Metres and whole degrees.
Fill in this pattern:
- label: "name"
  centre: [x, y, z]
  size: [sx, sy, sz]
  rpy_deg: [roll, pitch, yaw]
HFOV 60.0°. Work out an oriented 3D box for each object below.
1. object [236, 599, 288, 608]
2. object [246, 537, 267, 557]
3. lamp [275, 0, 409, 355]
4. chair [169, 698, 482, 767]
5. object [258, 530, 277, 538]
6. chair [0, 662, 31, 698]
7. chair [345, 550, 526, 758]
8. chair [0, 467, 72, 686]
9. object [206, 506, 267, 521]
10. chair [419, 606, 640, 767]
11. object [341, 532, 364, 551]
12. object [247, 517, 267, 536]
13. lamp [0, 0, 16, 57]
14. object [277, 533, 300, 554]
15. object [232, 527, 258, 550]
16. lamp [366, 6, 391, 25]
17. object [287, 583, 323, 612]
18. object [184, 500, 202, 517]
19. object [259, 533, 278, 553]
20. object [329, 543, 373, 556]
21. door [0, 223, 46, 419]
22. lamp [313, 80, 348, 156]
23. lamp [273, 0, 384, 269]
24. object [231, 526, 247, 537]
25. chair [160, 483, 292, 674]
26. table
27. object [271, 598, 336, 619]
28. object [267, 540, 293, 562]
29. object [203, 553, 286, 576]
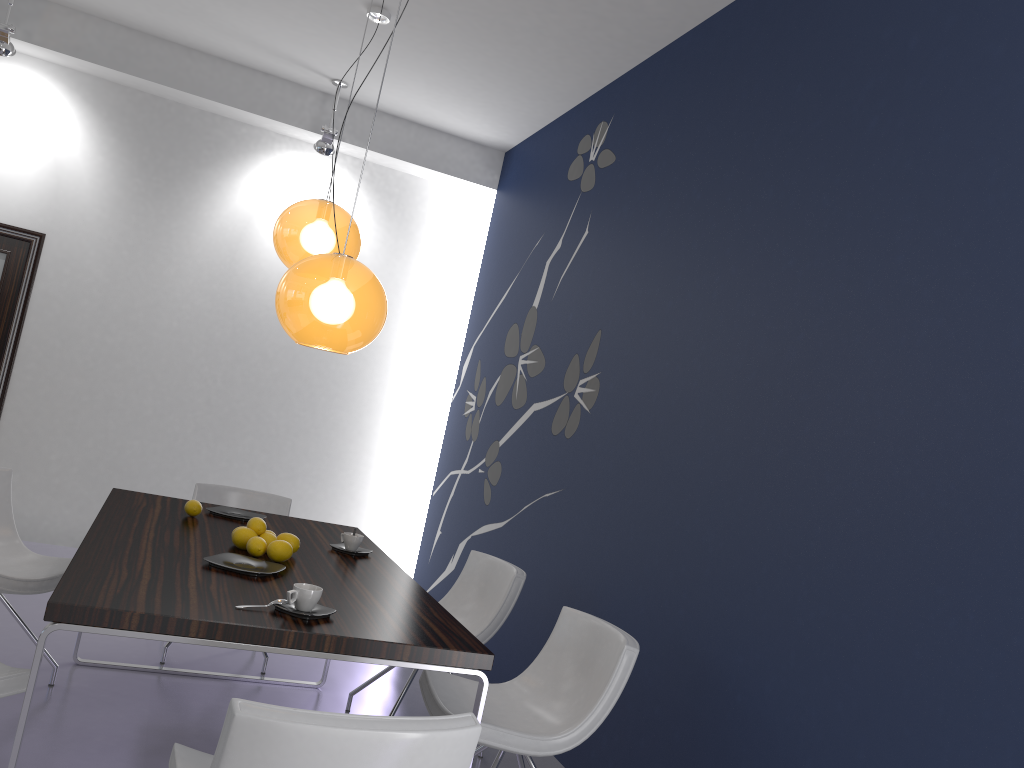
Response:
- label: "object"
  centre: [-0.671, 0.593, 2.396]
  size: [0.155, 0.028, 0.032]
  rpy_deg: [15, -4, -39]
- label: "object"
  centre: [-0.891, 0.568, 3.096]
  size: [0.070, 0.068, 0.083]
  rpy_deg: [13, -3, -16]
- label: "lamp"
  centre: [-0.408, -1.077, 2.918]
  size: [0.358, 1.974, 0.359]
  rpy_deg: [13, -3, -15]
- label: "chair"
  centre: [-0.462, 1.013, 1.892]
  size: [0.508, 0.805, 0.620]
  rpy_deg: [14, -4, -25]
- label: "object"
  centre: [-0.911, 0.575, 3.281]
  size: [0.070, 0.068, 0.083]
  rpy_deg: [9, -4, 39]
- label: "chair"
  centre: [-1.649, 0.782, 2.249]
  size: [0.508, 0.805, 0.620]
  rpy_deg: [9, -4, 40]
- label: "chair"
  centre: [-0.338, 1.160, 3.964]
  size: [0.620, 0.805, 0.508]
  rpy_deg: [14, -4, -25]
- label: "chair"
  centre: [-2.092, 0.759, 3.471]
  size: [0.620, 0.805, 0.508]
  rpy_deg: [11, -3, 15]
- label: "object"
  centre: [-1.215, 0.574, 3.905]
  size: [0.232, 0.020, 0.232]
  rpy_deg: [12, -3, 8]
- label: "chair"
  centre: [0.023, 1.180, 2.989]
  size: [0.620, 0.805, 0.508]
  rpy_deg: [13, -3, -20]
- label: "object"
  centre: [-0.659, 0.642, 3.608]
  size: [0.101, 0.064, 0.081]
  rpy_deg: [12, -3, 5]
- label: "object"
  centre: [-0.931, 0.521, 3.232]
  size: [0.070, 0.068, 0.083]
  rpy_deg: [13, -3, -16]
- label: "lamp"
  centre: [-3.070, -2.246, 5.412]
  size: [0.150, 0.511, 0.185]
  rpy_deg: [13, -3, -20]
- label: "object"
  centre: [-0.825, 0.587, 3.262]
  size: [0.094, 0.077, 0.079]
  rpy_deg: [11, -4, 24]
- label: "object"
  centre: [-0.953, 0.553, 3.167]
  size: [0.094, 0.080, 0.076]
  rpy_deg: [13, -3, -19]
- label: "lamp"
  centre: [-0.732, -2.025, 4.873]
  size: [0.132, 0.035, 0.132]
  rpy_deg: [13, -3, -20]
- label: "object"
  centre: [-0.571, 0.593, 2.444]
  size: [0.081, 0.064, 0.101]
  rpy_deg: [12, -3, 6]
- label: "object"
  centre: [-1.311, 0.511, 3.649]
  size: [0.070, 0.068, 0.083]
  rpy_deg: [13, -3, -16]
- label: "object"
  centre: [-0.881, 0.575, 3.204]
  size: [0.069, 0.071, 0.081]
  rpy_deg: [15, -4, -43]
- label: "object"
  centre: [-0.656, 0.675, 3.606]
  size: [0.154, 0.020, 0.154]
  rpy_deg: [10, -4, 25]
- label: "door"
  centre: [-4.218, -0.203, 5.750]
  size: [1.764, 2.061, 0.220]
  rpy_deg: [13, -3, -20]
- label: "lamp"
  centre: [-1.242, -1.817, 6.099]
  size: [0.150, 0.511, 0.185]
  rpy_deg: [13, -3, -20]
- label: "lamp"
  centre: [-0.661, -1.253, 3.694]
  size: [0.359, 1.645, 0.358]
  rpy_deg: [13, -3, -9]
- label: "object"
  centre: [-0.988, 0.556, 3.251]
  size: [0.070, 0.068, 0.083]
  rpy_deg: [9, -4, 39]
- label: "chair"
  centre: [-1.431, 0.960, 4.500]
  size: [0.508, 0.805, 0.620]
  rpy_deg: [13, -3, -20]
- label: "table"
  centre: [-0.997, 0.986, 3.183]
  size: [1.127, 0.783, 2.046]
  rpy_deg: [13, -3, -20]
- label: "object"
  centre: [-0.577, 0.624, 2.453]
  size: [0.154, 0.020, 0.154]
  rpy_deg: [10, -4, 26]
- label: "object"
  centre: [-0.807, 0.581, 3.083]
  size: [0.079, 0.077, 0.094]
  rpy_deg: [9, -5, 44]
- label: "object"
  centre: [-0.865, 0.587, 2.872]
  size: [0.232, 0.020, 0.232]
  rpy_deg: [12, -3, 8]
